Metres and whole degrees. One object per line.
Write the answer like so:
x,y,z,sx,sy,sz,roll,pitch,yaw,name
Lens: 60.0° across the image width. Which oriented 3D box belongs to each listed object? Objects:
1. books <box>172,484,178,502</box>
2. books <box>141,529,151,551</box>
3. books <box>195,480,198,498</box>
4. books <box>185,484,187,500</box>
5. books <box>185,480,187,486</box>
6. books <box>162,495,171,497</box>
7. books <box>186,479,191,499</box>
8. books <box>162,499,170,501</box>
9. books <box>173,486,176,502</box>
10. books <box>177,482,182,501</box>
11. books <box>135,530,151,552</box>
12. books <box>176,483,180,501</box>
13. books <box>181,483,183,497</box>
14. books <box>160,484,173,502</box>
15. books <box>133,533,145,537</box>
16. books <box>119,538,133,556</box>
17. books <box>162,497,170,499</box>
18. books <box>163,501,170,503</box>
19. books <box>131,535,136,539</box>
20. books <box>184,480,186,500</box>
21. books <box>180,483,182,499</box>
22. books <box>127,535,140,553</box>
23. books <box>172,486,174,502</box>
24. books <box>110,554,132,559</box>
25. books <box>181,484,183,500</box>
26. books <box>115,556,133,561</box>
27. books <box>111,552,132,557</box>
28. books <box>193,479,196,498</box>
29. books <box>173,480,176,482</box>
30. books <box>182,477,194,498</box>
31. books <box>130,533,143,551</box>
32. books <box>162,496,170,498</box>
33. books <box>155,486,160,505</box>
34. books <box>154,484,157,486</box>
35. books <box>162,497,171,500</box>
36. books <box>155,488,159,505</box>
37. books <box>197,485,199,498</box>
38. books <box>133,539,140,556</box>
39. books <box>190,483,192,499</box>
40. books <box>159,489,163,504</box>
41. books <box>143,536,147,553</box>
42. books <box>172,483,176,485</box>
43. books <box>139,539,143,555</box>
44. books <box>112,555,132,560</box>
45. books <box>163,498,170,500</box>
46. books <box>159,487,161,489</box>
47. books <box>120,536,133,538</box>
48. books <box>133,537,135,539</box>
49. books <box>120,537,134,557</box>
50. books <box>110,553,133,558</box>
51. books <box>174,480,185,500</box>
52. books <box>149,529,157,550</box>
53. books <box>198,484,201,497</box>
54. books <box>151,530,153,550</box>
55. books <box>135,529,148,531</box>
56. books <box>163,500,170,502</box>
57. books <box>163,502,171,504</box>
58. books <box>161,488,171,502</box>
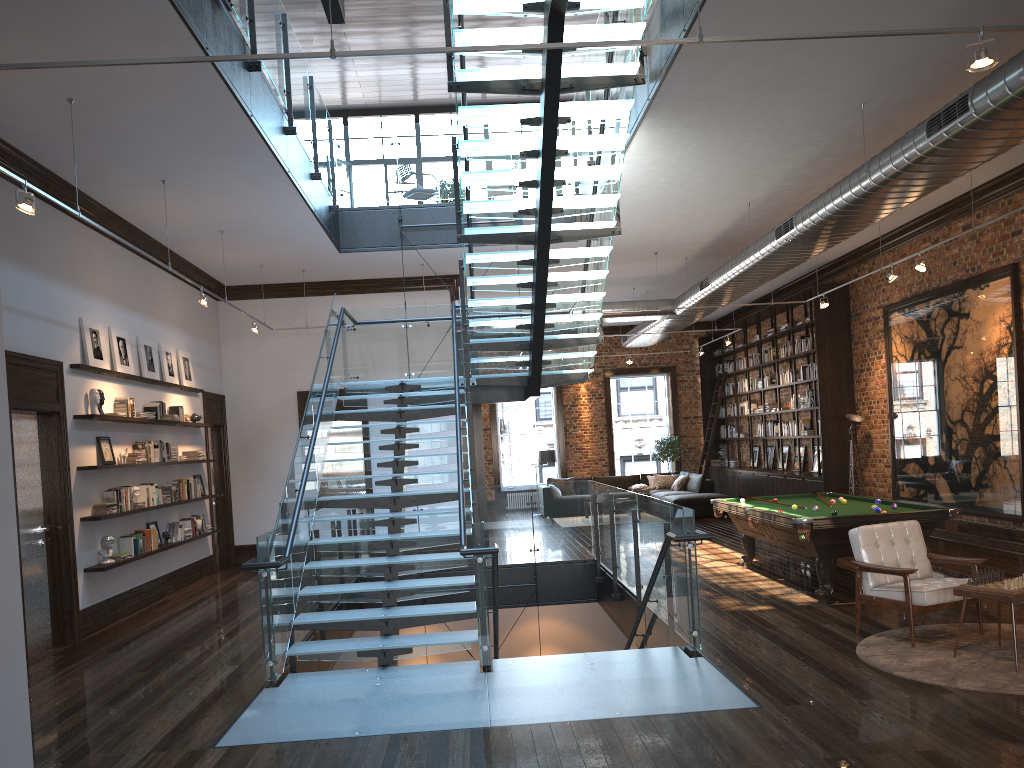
-4.264,1.367,11.076,0.164,0.217,0.012,-3,1,-3,books
-4.211,1.788,10.143,0.128,0.251,0.025,-3,1,-3,books
-4.300,1.407,11.874,0.169,0.247,0.013,-3,1,-3,books
-4.299,1.404,11.507,0.159,0.205,0.015,-3,1,-3,books
-4.299,1.377,11.524,0.144,0.260,0.019,-3,1,-3,books
-4.270,1.364,10.785,0.142,0.011,0.257,-3,-4,1,books
-4.290,1.382,11.589,0.161,0.259,0.019,-3,1,-3,books
-4.268,1.418,10.786,0.142,0.011,0.256,-3,-4,-6,books
-4.268,1.373,11.026,0.163,0.198,0.029,-3,1,-3,books
-4.292,1.375,11.314,0.136,0.235,0.014,-3,1,-3,books
-4.192,1.785,10.058,0.176,0.244,0.082,-3,1,-3,books
-4.295,1.375,11.269,0.115,0.229,0.025,-3,1,-3,books
-4.317,1.392,11.418,0.156,0.218,0.013,-3,1,-3,books
-4.281,1.356,10.994,0.142,0.229,0.014,-3,1,-3,books
-4.205,1.794,10.006,0.136,0.222,0.021,-3,1,-3,books
-4.187,1.776,9.615,0.130,0.203,0.011,-3,1,-3,books
-4.266,1.386,10.785,0.141,0.011,0.288,-3,-4,-7,books
-4.267,1.440,10.786,0.142,0.011,0.256,-3,-4,-6,books
-4.199,1.778,9.757,0.114,0.220,0.022,-3,1,-3,books
-4.294,1.374,11.474,0.128,0.259,0.035,-3,1,-3,books
-4.305,1.385,11.371,0.142,0.225,0.014,-3,1,-3,books
-4.183,1.777,9.774,0.152,0.221,0.011,-3,1,-3,books
-4.277,1.368,11.007,0.154,0.207,0.010,-3,1,-3,books
-4.174,1.839,9.461,0.142,0.011,0.256,-3,-4,-6,books
-4.306,1.392,11.404,0.128,0.216,0.014,-3,1,-3,books
-4.173,1.861,9.461,0.141,0.011,0.287,-3,-4,0,books
-4.179,1.818,9.460,0.142,0.011,0.255,-3,-4,-2,books
-4.312,1.401,11.829,0.169,0.254,0.035,-3,1,-3,books
-4.307,1.374,11.461,0.128,0.259,0.035,-3,1,-3,books
-4.308,1.385,11.798,0.145,0.282,0.006,-3,1,-3,books
-4.195,1.785,9.908,0.140,0.226,0.060,-3,1,-3,books
-4.271,1.375,10.785,0.142,0.011,0.256,-3,-4,-6,books
-4.265,1.327,10.534,0.142,0.224,0.012,-3,1,-3,books
-4.274,1.315,10.545,0.124,0.249,0.010,-3,1,-3,books
-4.272,1.397,10.785,0.141,0.011,0.287,-3,-4,-1,books
-4.243,1.330,10.437,0.158,0.201,0.060,-3,1,-3,books
-4.299,1.449,11.918,0.169,0.170,0.017,-3,1,-3,books
-4.165,1.789,9.692,0.167,0.184,0.029,-3,1,-3,books
-4.289,1.408,11.643,0.166,0.214,0.027,-3,1,-3,books
-4.251,1.349,10.589,0.138,0.184,0.053,-3,1,-3,books
-4.190,1.809,9.954,0.152,0.183,0.030,-3,1,-3,books
-4.282,1.365,11.118,0.133,0.229,0.025,-3,1,-3,books
-4.172,1.805,9.795,0.166,0.168,0.029,-3,1,-3,books
-4.178,1.851,9.461,0.142,0.011,0.255,-3,-4,-2,books
-4.267,1.407,10.786,0.142,0.011,0.257,-3,-4,-6,books
-4.263,1.337,10.607,0.143,0.214,0.042,-3,1,-3,books
-4.191,1.768,9.660,0.126,0.226,0.031,-3,1,-3,books
-4.203,1.784,9.731,0.130,0.205,0.030,-3,1,-3,books
-4.182,1.774,9.633,0.132,0.210,0.024,-3,1,-3,books
-4.173,1.829,9.460,0.141,0.011,0.288,-3,-4,1,books
-4.297,1.373,11.449,0.128,0.259,0.035,-3,1,-3,books
-4.199,1.800,10.256,0.168,0.243,0.026,-3,1,-3,books
-4.312,1.451,12.042,0.156,0.186,0.051,-3,1,-3,books
-4.211,1.802,10.199,0.147,0.233,0.036,-3,1,-3,books
-4.218,1.787,10.112,0.141,0.252,0.012,-3,1,-3,books
-4.266,1.429,10.786,0.142,0.011,0.257,-3,-4,-6,books
-4.267,1.451,10.787,0.142,0.011,0.256,-3,-4,0,books
-4.286,1.381,10.963,0.128,0.176,0.050,-3,1,-3,books
